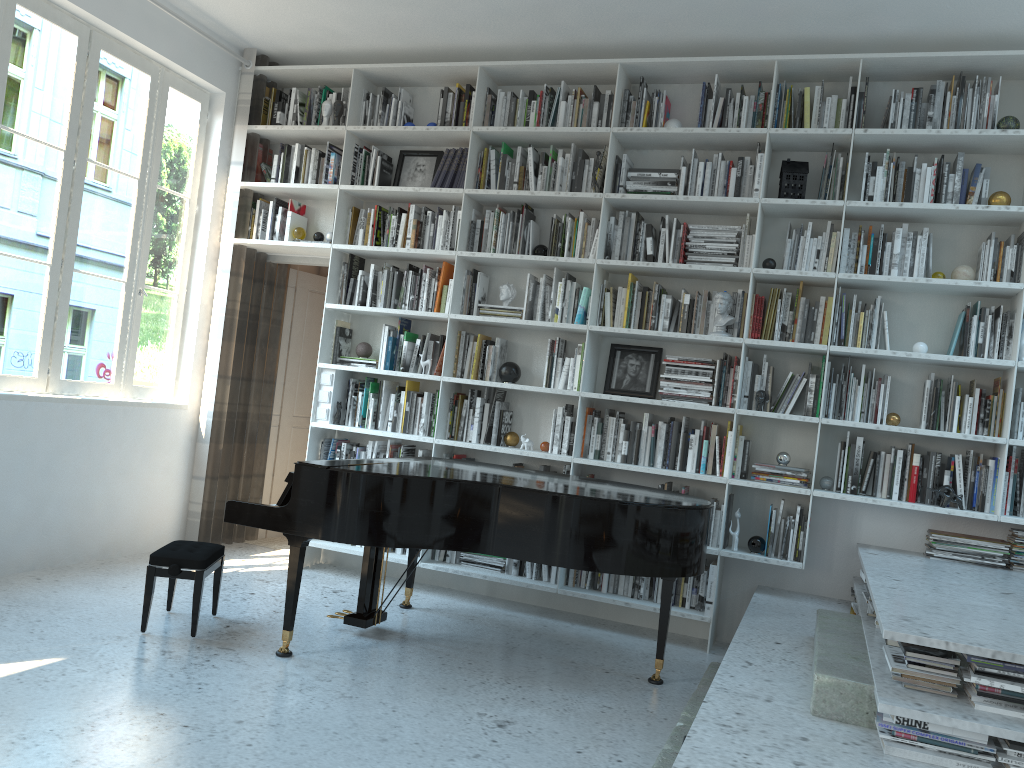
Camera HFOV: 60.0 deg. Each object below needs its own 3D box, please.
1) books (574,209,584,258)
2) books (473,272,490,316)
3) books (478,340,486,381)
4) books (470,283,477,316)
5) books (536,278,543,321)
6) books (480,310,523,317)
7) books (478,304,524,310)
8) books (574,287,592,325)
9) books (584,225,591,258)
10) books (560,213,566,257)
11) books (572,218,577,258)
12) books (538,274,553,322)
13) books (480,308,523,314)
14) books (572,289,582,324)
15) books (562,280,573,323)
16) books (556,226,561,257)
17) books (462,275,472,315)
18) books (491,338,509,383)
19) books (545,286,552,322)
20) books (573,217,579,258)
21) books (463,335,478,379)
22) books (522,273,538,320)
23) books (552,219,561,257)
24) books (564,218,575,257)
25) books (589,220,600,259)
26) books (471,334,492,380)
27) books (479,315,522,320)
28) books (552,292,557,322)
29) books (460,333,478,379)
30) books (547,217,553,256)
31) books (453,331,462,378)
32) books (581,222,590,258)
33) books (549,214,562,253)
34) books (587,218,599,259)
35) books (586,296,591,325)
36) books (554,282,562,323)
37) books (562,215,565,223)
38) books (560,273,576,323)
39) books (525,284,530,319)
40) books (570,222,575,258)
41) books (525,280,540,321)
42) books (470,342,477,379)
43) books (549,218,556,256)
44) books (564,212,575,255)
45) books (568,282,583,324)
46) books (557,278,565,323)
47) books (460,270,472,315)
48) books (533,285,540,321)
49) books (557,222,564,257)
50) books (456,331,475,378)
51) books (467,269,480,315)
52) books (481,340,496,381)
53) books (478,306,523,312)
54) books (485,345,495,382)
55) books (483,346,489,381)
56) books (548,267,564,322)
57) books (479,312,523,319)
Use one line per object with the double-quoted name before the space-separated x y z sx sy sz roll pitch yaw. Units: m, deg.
"books" 0.401 -0.845 5.139 0.006 0.303 0.165 7 -1 20
"books" -0.185 -0.524 5.338 0.021 0.278 0.136 7 -1 20
"books" -0.158 -0.135 5.304 0.014 0.244 0.153 7 -1 20
"books" -0.213 -0.493 5.352 0.034 0.209 0.136 7 -1 20
"books" 0.185 -0.478 5.201 0.022 0.267 0.151 7 -1 20
"books" -0.049 -0.413 5.277 0.254 0.012 0.161 6 -1 15
"books" -0.044 -0.449 5.279 0.285 0.012 0.159 6 -1 16
"books" 0.420 -0.433 5.103 0.060 0.227 0.179 7 -1 20
"books" 0.454 -0.794 5.125 0.024 0.216 0.142 7 -1 20
"books" 0.317 -0.840 5.172 0.005 0.275 0.157 7 -1 20
"books" 0.378 -0.822 5.150 0.017 0.253 0.139 7 -1 20
"books" 0.198 -0.487 5.185 0.012 0.286 0.167 7 -1 20
"books" -0.046 -0.425 5.281 0.254 0.012 0.161 6 -1 17
"books" 0.388 -0.432 5.140 0.026 0.219 0.150 7 -1 20
"books" 0.339 -0.458 5.136 0.023 0.260 0.170 7 -1 20
"books" 0.291 -0.804 5.182 0.011 0.200 0.162 7 -1 20
"books" -0.250 -0.521 5.359 0.024 0.257 0.134 7 -1 20
"books" -0.073 -0.136 5.281 0.028 0.266 0.144 7 -1 20
"books" 0.228 -0.452 5.189 0.048 0.224 0.149 7 -1 20
"books" 0.391 -0.820 5.139 0.006 0.253 0.180 7 -1 20
"books" -0.230 -0.153 5.327 0.036 0.263 0.166 7 -1 20
"books" 0.107 -0.496 5.221 0.012 0.285 0.159 7 -1 20
"books" 0.270 -0.826 5.167 0.005 0.236 0.178 7 -1 20
"books" 0.346 -0.821 5.136 0.013 0.243 0.189 7 -1 20
"books" 0.507 -0.799 5.074 0.064 0.237 0.209 7 -1 20
"books" -0.183 -0.153 5.291 0.026 0.274 0.190 7 -1 20
"books" -0.048 -0.388 5.286 0.254 0.012 0.161 6 -1 20
"books" 0.272 -0.429 5.179 0.025 0.189 0.140 7 -1 20
"books" -0.256 -0.161 5.344 0.026 0.275 0.154 7 -1 20
"books" 0.243 -0.837 5.207 0.005 0.254 0.161 7 -1 20
"books" -0.306 -0.172 5.367 0.012 0.285 0.159 7 -1 20
"books" 0.438 -0.802 5.131 0.011 0.229 0.166 7 -1 20
"books" 0.255 -0.846 5.211 0.012 0.276 0.129 7 -1 20
"books" 0.475 -0.812 5.109 0.022 0.257 0.155 7 -1 20
"books" 0.465 -0.404 5.105 0.027 0.181 0.142 7 -1 20
"books" 0.294 -0.457 5.153 0.028 0.247 0.170 7 -1 20
"books" 0.308 -0.836 5.187 0.009 0.266 0.149 7 -1 20
"books" 0.326 -0.480 5.141 0.011 0.301 0.178 7 -1 20
"books" 0.119 -0.468 5.229 0.010 0.232 0.154 7 -1 20
"books" 0.369 -0.814 5.166 0.011 0.236 0.130 7 -1 20
"books" 0.132 -0.474 5.205 0.030 0.247 0.174 7 -1 20
"books" -0.202 -0.132 5.319 0.025 0.228 0.153 7 -1 20
"books" 0.256 -0.829 5.181 0.005 0.240 0.174 7 -1 20
"books" 0.339 -0.843 5.176 0.033 0.287 0.155 7 -1 20
"books" 0.367 -0.453 5.148 0.022 0.256 0.152 7 -1 20
"books" 0.310 -0.464 5.137 0.012 0.265 0.193 7 -1 20
"books" -0.263 -0.536 5.371 0.012 0.285 0.159 7 -1 20
"books" 0.166 -0.460 5.223 0.024 0.227 0.137 7 -1 20
"books" 0.301 -0.812 5.154 0.006 0.216 0.181 7 -1 20
"books" -0.281 -0.169 5.348 0.025 0.284 0.145 7 -1 20
"books" -0.225 -0.538 5.370 0.011 0.298 0.135 7 -1 20
"books" -0.133 -0.134 5.312 0.028 0.247 0.142 7 -1 20
"books" -0.044 -0.437 5.283 0.285 0.012 0.159 6 -1 22
"books" -0.107 -0.115 5.277 0.028 0.216 0.175 7 -1 20
"books" -0.124 -0.113 5.286 0.011 0.208 0.180 7 -1 20
"books" 0.258 -0.502 5.172 0.010 0.329 0.173 7 -1 20
"books" -0.049 -0.401 5.278 0.254 0.012 0.161 6 -1 16
